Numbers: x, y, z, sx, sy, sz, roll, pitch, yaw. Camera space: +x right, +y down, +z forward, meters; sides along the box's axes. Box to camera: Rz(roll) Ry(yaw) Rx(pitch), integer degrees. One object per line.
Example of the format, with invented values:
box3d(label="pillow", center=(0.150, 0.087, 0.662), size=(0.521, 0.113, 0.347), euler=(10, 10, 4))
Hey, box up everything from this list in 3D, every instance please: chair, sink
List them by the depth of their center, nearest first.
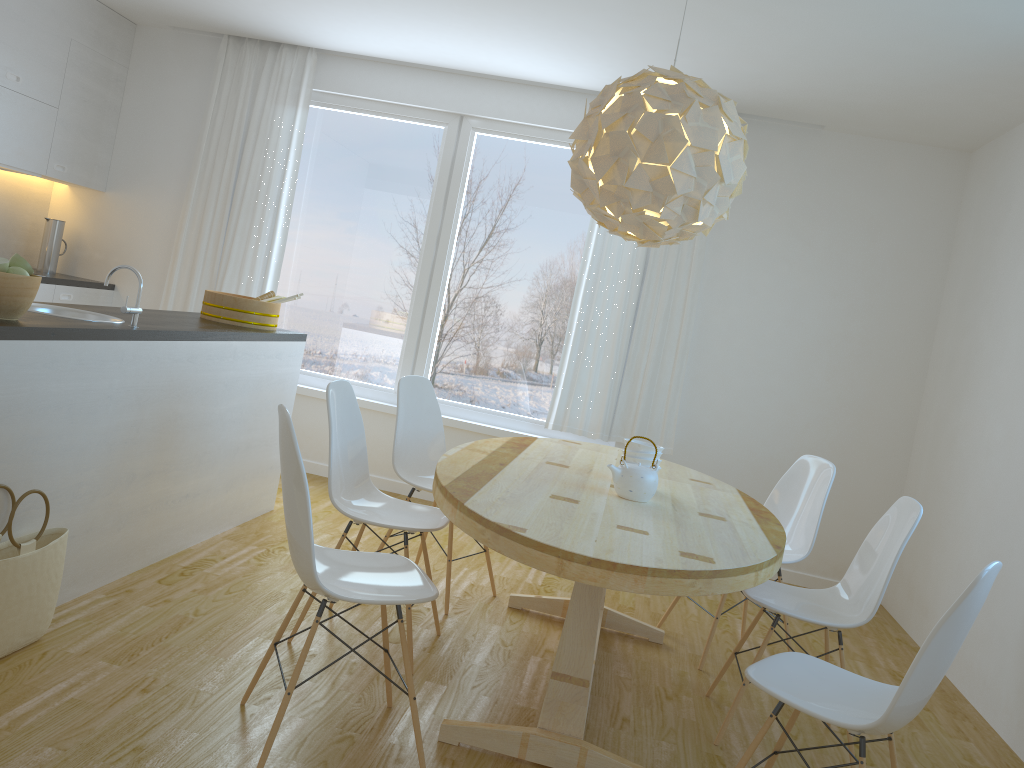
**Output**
box3d(label="chair", center=(0.838, 0.805, 2.221), size=(0.526, 0.900, 0.428), euler=(12, 2, 38))
box3d(label="chair", center=(-0.450, 0.539, 2.430), size=(0.521, 0.900, 0.432), euler=(10, 2, -22))
box3d(label="chair", center=(1.030, 0.780, 3.051), size=(0.524, 0.900, 0.430), euler=(11, 1, 8))
box3d(label="sink", center=(-1.649, -0.189, 3.245), size=(0.402, 0.157, 0.407), euler=(8, 5, -40))
box3d(label="chair", center=(1.024, 0.721, 3.814), size=(0.521, 0.900, 0.432), euler=(11, 1, -17))
box3d(label="chair", center=(-0.306, 0.455, 3.917), size=(0.526, 0.900, 0.428), euler=(12, 2, 28))

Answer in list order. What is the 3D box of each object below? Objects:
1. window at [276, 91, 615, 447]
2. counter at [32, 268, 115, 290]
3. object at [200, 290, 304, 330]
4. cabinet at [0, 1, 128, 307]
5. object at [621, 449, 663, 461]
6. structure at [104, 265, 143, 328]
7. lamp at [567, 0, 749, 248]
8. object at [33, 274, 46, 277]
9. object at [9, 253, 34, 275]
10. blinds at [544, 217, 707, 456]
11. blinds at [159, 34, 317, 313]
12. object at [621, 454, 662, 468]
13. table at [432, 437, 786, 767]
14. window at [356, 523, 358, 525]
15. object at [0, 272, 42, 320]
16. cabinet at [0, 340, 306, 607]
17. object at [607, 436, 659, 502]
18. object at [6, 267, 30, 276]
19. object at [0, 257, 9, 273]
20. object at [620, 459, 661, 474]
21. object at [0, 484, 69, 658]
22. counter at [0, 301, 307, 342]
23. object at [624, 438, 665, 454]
box3d(label="window", center=(-0.498, -0.795, 5.755), size=(2.731, 1.916, 0.088), euler=(11, 1, 9))
box3d(label="counter", center=(-3.122, -0.665, 5.031), size=(0.601, 0.040, 2.002), euler=(12, 4, 8))
box3d(label="object", center=(-1.351, -0.409, 4.508), size=(0.381, 0.214, 0.428), euler=(14, 4, 36))
box3d(label="cabinet", center=(-3.091, -0.940, 4.425), size=(0.482, 2.297, 3.203), euler=(11, 3, 8))
box3d(label="object", center=(0.469, 0.284, 3.251), size=(0.151, 0.095, 0.151), euler=(13, 4, 25))
box3d(label="structure", center=(-1.417, -0.324, 3.184), size=(0.162, 0.215, 0.097), euler=(11, 1, 9))
box3d(label="lamp", center=(0.568, -1.039, 3.174), size=(0.648, 1.134, 0.639), euler=(11, 2, 8))
box3d(label="object", center=(-3.121, -0.683, 5.035), size=(0.563, 0.013, 0.654), euler=(12, 4, 8))
box3d(label="object", center=(-1.513, -0.364, 2.731), size=(0.078, 0.071, 0.073), euler=(13, 3, 33))
box3d(label="blinds", center=(0.785, -0.702, 5.363), size=(0.796, 2.158, 0.150), euler=(11, 1, 9))
box3d(label="blinds", center=(-1.801, -1.235, 5.762), size=(0.796, 2.158, 0.150), euler=(11, 1, 8))
box3d(label="object", center=(0.467, 0.308, 3.250), size=(0.151, 0.093, 0.152), euler=(8, 4, -42))
box3d(label="table", center=(0.284, 0.714, 3.176), size=(1.195, 0.724, 2.192), euler=(11, 4, 7))
box3d(label="window", center=(0.833, -0.240, 2.590), size=(2.553, 2.051, 1.880), euler=(11, 2, 8))
box3d(label="object", center=(-1.543, -0.272, 2.665), size=(0.204, 0.141, 0.207), euler=(9, 4, -30))
box3d(label="cabinet", center=(-1.650, 0.216, 3.556), size=(0.601, 0.908, 2.402), euler=(11, 4, 8))
box3d(label="object", center=(0.409, 0.277, 2.965), size=(0.177, 0.211, 0.147), euler=(11, 2, 8))
box3d(label="object", center=(-1.498, -0.312, 2.671), size=(0.081, 0.085, 0.098), euler=(10, 3, -27))
box3d(label="object", center=(-1.531, -0.343, 2.603), size=(0.086, 0.065, 0.084), euler=(12, 3, 20))
box3d(label="object", center=(0.465, 0.332, 3.248), size=(0.151, 0.082, 0.153), euler=(8, 5, -42))
box3d(label="object", center=(-1.007, 0.623, 2.663), size=(1.186, 0.501, 0.473), euler=(10, 3, -14))
box3d(label="counter", center=(-1.559, -0.249, 3.550), size=(0.601, 0.040, 2.402), euler=(12, 4, 8))
box3d(label="object", center=(0.477, 0.257, 3.251), size=(0.153, 0.087, 0.151), euler=(14, 4, 36))
